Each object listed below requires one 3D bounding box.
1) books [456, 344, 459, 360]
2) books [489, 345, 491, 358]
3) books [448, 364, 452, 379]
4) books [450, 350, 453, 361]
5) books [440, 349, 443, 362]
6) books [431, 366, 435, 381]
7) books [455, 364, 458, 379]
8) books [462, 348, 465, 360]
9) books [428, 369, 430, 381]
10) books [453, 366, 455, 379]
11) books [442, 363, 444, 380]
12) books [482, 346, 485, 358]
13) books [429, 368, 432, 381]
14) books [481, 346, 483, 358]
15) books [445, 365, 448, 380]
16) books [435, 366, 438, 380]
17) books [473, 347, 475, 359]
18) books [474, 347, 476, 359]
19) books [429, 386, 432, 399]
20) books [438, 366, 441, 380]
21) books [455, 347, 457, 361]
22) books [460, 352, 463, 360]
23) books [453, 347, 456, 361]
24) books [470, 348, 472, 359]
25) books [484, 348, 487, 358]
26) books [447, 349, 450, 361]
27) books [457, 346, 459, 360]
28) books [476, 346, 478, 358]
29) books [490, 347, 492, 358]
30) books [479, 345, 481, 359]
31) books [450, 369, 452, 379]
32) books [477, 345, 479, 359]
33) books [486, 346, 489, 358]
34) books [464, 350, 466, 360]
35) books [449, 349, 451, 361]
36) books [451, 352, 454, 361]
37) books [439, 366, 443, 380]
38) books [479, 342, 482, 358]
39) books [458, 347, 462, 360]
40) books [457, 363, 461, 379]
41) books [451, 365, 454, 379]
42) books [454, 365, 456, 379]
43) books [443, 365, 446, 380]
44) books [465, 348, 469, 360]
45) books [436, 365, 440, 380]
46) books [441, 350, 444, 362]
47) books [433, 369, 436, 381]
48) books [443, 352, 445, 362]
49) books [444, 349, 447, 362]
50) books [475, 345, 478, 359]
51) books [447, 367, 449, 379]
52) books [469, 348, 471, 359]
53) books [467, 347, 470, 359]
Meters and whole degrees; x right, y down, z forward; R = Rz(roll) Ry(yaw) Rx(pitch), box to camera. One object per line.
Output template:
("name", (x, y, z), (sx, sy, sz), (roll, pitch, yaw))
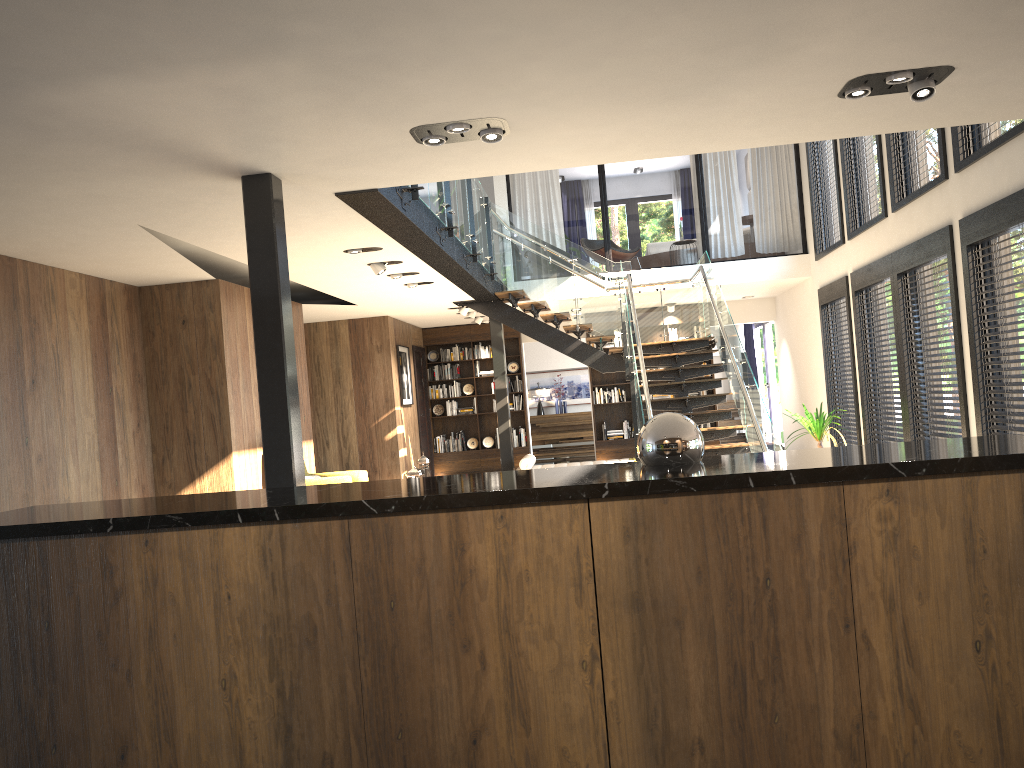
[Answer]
("books", (-0.945, -0.545, 15.469), (0.012, 0.278, 0.228), (-5, -1, 6))
("books", (-0.381, -0.563, 15.473), (0.042, 0.223, 0.163), (-5, -1, 6))
("books", (-1.084, -0.216, 15.497), (0.033, 0.273, 0.189), (-5, -1, 6))
("books", (-1.054, -0.497, 15.539), (0.025, 0.203, 0.156), (-5, -1, 6))
("books", (-1.219, -0.499, 15.537), (0.017, 0.234, 0.200), (-5, -1, 6))
("books", (-1.383, -0.181, 15.555), (0.066, 0.255, 0.127), (-5, -1, 6))
("books", (-0.963, -0.220, 15.506), (0.025, 0.263, 0.147), (-5, -1, 6))
("books", (-0.838, -0.523, 15.505), (0.030, 0.217, 0.165), (-5, -1, 6))
("books", (-1.448, -0.156, 15.561), (0.023, 0.215, 0.148), (-5, -1, 6))
("books", (-1.006, -0.201, 15.500), (0.014, 0.230, 0.172), (-5, -1, 6))
("books", (-1.199, -0.213, 15.521), (0.015, 0.287, 0.154), (-5, -1, 6))
("books", (-0.482, -0.547, 15.476), (0.027, 0.207, 0.203), (-5, -1, 6))
("books", (-1.428, -0.166, 15.540), (0.023, 0.231, 0.143), (-5, -1, 6))
("books", (-0.507, -0.550, 15.461), (0.019, 0.216, 0.214), (-5, -1, 6))
("books", (-1.137, -0.202, 15.520), (0.032, 0.255, 0.160), (-5, -1, 6))
("books", (-1.311, -0.188, 15.521), (0.035, 0.255, 0.183), (-5, -1, 6))
("books", (-0.650, -0.536, 15.509), (0.023, 0.213, 0.194), (-5, -1, 6))
("books", (-0.633, -0.533, 15.460), (0.021, 0.204, 0.224), (-5, -1, 6))
("books", (-1.418, 0.153, 15.561), (0.030, 0.224, 0.166), (-5, -1, 6))
("books", (-1.259, -0.195, 15.517), (0.027, 0.260, 0.181), (-5, -1, 6))
("books", (-0.963, -0.524, 15.472), (0.025, 0.239, 0.220), (-5, -1, 6))
("books", (-0.869, -0.486, 15.518), (0.040, 0.149, 0.125), (-5, -1, 6))
("books", (-0.993, -0.517, 15.487), (0.039, 0.230, 0.205), (-5, -1, 6))
("books", (-0.692, -0.523, 15.488), (0.024, 0.194, 0.182), (-5, -1, 6))
("books", (-0.451, -0.532, 15.469), (0.034, 0.171, 0.158), (-5, -1, 6))
("books", (-1.112, -0.500, 15.522), (0.059, 0.216, 0.159), (-5, -1, 6))
("books", (-0.925, -0.530, 15.492), (0.020, 0.245, 0.228), (-5, -1, 6))
("books", (-0.585, -0.551, 15.447), (0.014, 0.231, 0.280), (-5, -1, 6))
("books", (-0.345, -0.550, 15.467), (0.029, 0.190, 0.177), (-5, -1, 6))
("books", (-0.547, -0.559, 15.459), (0.035, 0.241, 0.208), (-5, -1, 6))
("books", (-1.054, -0.176, 15.482), (0.025, 0.188, 0.181), (-5, -1, 6))
("books", (-0.573, -0.556, 15.442), (0.013, 0.239, 0.255), (-5, -1, 6))
("books", (-0.420, -0.555, 15.461), (0.034, 0.211, 0.206), (-5, -1, 6))
("books", (-0.810, -0.503, 15.469), (0.029, 0.172, 0.187), (-5, -1, 6))
("books", (-1.075, -0.500, 15.525), (0.014, 0.212, 0.184), (-5, -1, 6))
("books", (-1.025, -0.477, 15.508), (0.035, 0.156, 0.186), (-5, -1, 6))
("books", (-1.228, -0.189, 15.494), (0.039, 0.243, 0.179), (-5, -1, 6))
("books", (-0.530, -0.579, 15.412), (0.011, 0.276, 0.287), (-5, -1, 6))
("books", (-0.904, -0.526, 15.500), (0.020, 0.235, 0.206), (-5, -1, 6))
("books", (-0.933, -0.225, 15.504), (0.035, 0.266, 0.133), (-5, -1, 6))
("books", (-1.026, -0.204, 15.515), (0.028, 0.240, 0.148), (-5, -1, 6))
("books", (-0.987, -0.208, 15.503), (0.024, 0.242, 0.144), (-5, -1, 6))
("books", (-1.165, -0.205, 15.496), (0.019, 0.264, 0.175), (-5, -1, 6))
("books", (-0.782, -0.525, 15.486), (0.027, 0.212, 0.180), (-5, -1, 6))
("books", (-1.284, -0.196, 15.515), (0.022, 0.267, 0.197), (-5, -1, 6))
("books", (-1.202, -0.492, 15.498), (0.024, 0.216, 0.210), (-5, -1, 6))
("books", (-1.338, -0.160, 15.525), (0.025, 0.204, 0.192), (-5, -1, 6))
("books", (-1.175, -0.476, 15.541), (0.020, 0.180, 0.153), (-5, -1, 6))
("books", (-1.155, -0.499, 15.519), (0.026, 0.222, 0.202), (-5, -1, 6))
("books", (-0.606, -0.552, 15.470), (0.033, 0.237, 0.231), (-5, -1, 6))
("books", (-1.108, -0.187, 15.514), (0.024, 0.220, 0.123), (-5, -1, 6))
("books", (-0.720, -0.526, 15.458), (0.023, 0.202, 0.201), (-5, -1, 6))
("books", (-0.750, -0.528, 15.475), (0.039, 0.212, 0.172), (-5, -1, 6))
